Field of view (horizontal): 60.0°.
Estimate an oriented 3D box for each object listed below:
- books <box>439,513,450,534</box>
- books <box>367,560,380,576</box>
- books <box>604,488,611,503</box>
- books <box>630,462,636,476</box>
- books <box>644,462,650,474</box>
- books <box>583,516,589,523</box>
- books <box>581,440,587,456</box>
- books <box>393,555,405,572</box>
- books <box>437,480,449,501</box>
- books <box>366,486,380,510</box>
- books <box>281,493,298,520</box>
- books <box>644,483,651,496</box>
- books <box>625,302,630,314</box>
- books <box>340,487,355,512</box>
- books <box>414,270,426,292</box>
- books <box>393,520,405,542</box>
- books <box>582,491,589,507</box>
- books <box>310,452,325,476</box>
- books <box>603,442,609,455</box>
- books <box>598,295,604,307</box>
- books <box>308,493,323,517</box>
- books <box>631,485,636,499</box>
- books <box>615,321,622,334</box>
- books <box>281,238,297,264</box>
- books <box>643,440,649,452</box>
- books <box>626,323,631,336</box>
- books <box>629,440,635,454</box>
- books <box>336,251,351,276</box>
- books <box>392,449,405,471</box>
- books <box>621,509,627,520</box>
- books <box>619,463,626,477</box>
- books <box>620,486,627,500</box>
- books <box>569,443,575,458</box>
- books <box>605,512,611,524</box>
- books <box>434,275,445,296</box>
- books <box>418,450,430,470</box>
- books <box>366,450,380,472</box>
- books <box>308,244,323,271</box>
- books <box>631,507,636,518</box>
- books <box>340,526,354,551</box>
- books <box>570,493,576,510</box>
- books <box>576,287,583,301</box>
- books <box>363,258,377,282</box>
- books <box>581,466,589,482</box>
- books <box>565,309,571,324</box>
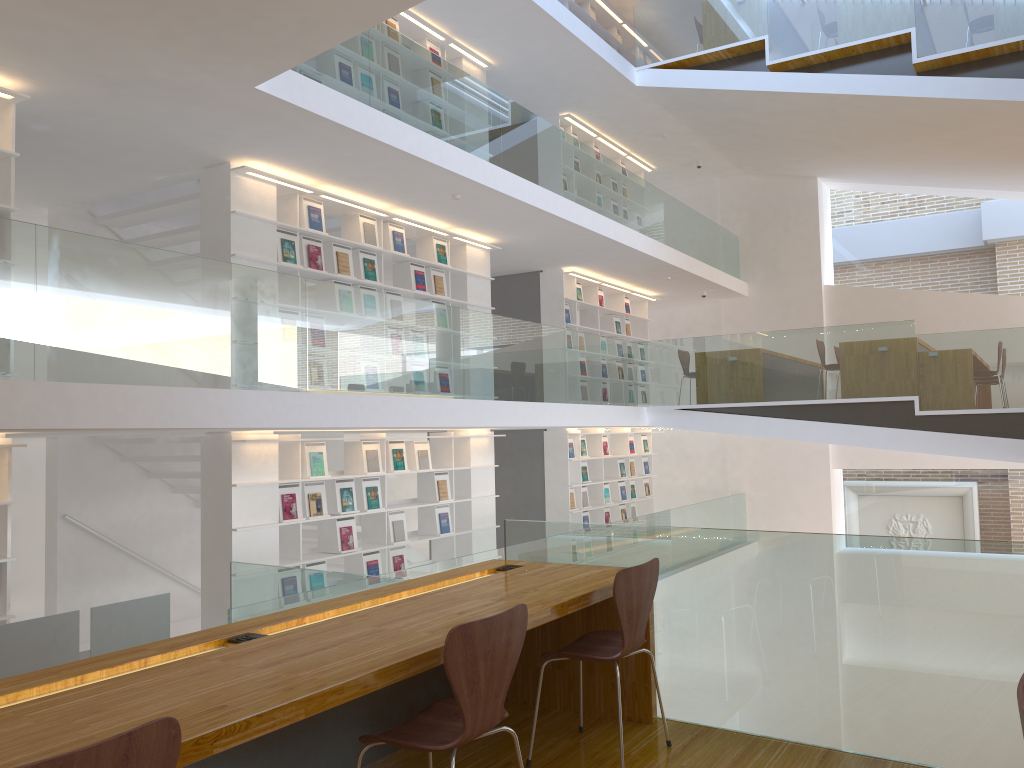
[{"bbox_3d":[-0.673,1.397,8.871,0.037,0.210,0.145,-3,-4,31],"label":"books"},{"bbox_3d":[-1.236,1.683,7.914,0.037,0.210,0.145,-3,-4,31],"label":"books"},{"bbox_3d":[1.316,1.549,12.290,0.037,0.210,0.145,-3,-4,31],"label":"books"},{"bbox_3d":[1.779,1.255,13.087,0.037,0.210,0.145,-3,-4,31],"label":"books"},{"bbox_3d":[2.059,1.291,13.543,0.037,0.210,0.145,-3,-4,31],"label":"books"},{"bbox_3d":[0.984,1.847,11.703,0.037,0.210,0.145,-3,-4,31],"label":"books"},{"bbox_3d":[0.941,0.842,11.736,0.037,0.210,0.145,-3,-4,31],"label":"books"},{"bbox_3d":[-1.046,1.698,8.229,0.037,0.210,0.145,-3,-4,31],"label":"books"},{"bbox_3d":[-0.692,1.069,8.878,0.037,0.210,0.145,-3,-4,31],"label":"books"},{"bbox_3d":[-1.246,1.027,7.956,0.037,0.210,0.145,-3,-4,31],"label":"books"},{"bbox_3d":[-1.776,0.984,7.086,0.037,0.210,0.145,-3,-4,31],"label":"books"},{"bbox_3d":[2.069,1.616,13.527,0.037,0.210,0.145,-3,-4,31],"label":"books"},{"bbox_3d":[1.724,-1.107,13.226,0.037,0.210,0.145,-3,-4,31],"label":"books"},{"bbox_3d":[-1.425,1.003,7.670,0.037,0.210,0.145,-3,-4,31],"label":"books"},{"bbox_3d":[-0.901,-1.009,8.732,0.037,0.210,0.145,-3,-4,31],"label":"books"},{"bbox_3d":[-1.050,1.377,8.248,0.037,0.210,0.145,-3,-4,31],"label":"books"},{"bbox_3d":[0.964,1.527,11.701,0.037,0.210,0.145,-3,-4,31],"label":"books"},{"bbox_3d":[-1.618,0.671,7.373,0.037,0.210,0.145,-3,-4,31],"label":"books"},{"bbox_3d":[1.302,0.905,12.328,0.037,0.210,0.145,-3,-4,31],"label":"books"},{"bbox_3d":[1.255,-1.142,12.449,0.037,0.210,0.145,-3,-4,31],"label":"books"},{"bbox_3d":[-1.626,1.011,7.351,0.037,0.210,0.145,-3,-4,31],"label":"books"},{"bbox_3d":[1.781,1.590,13.053,0.037,0.210,0.145,-3,-4,31],"label":"books"},{"bbox_3d":[1.551,-0.807,12.908,0.037,0.210,0.145,-3,-4,31],"label":"books"},{"bbox_3d":[-1.817,-1.071,7.220,0.037,0.210,0.145,-3,-4,31],"label":"books"},{"bbox_3d":[2.049,0.956,13.565,0.037,0.210,0.145,-3,-4,31],"label":"books"},{"bbox_3d":[1.732,-0.793,13.208,0.037,0.210,0.145,-3,-4,31],"label":"books"},{"bbox_3d":[1.771,0.940,13.105,0.037,0.210,0.145,-3,-4,31],"label":"books"},{"bbox_3d":[-1.478,-1.049,7.777,0.037,0.210,0.145,-3,-4,31],"label":"books"},{"bbox_3d":[-1.058,0.712,8.298,0.037,0.210,0.145,-3,-4,31],"label":"books"},{"bbox_3d":[1.617,1.901,12.750,0.037,0.210,0.145,-3,-4,31],"label":"books"},{"bbox_3d":[1.598,1.241,12.787,0.037,0.210,0.145,-3,-4,31],"label":"books"},{"bbox_3d":[1.608,1.577,12.766,0.037,0.210,0.145,-3,-4,31],"label":"books"},{"bbox_3d":[0.760,0.862,11.427,0.037,0.210,0.145,-3,-4,31],"label":"books"},{"bbox_3d":[1.324,1.876,12.271,0.037,0.210,0.145,-3,-4,31],"label":"books"},{"bbox_3d":[-0.738,-0.994,9.002,0.037,0.210,0.145,-3,-4,31],"label":"books"},{"bbox_3d":[-0.857,0.747,8.629,0.037,0.210,0.145,-3,-4,31],"label":"books"},{"bbox_3d":[-1.250,0.698,7.981,0.037,0.210,0.145,-3,-4,31],"label":"books"},{"bbox_3d":[-1.658,-1.064,7.481,0.037,0.210,0.145,-3,-4,31],"label":"books"},{"bbox_3d":[1.789,1.914,13.034,0.037,0.210,0.145,-3,-4,31],"label":"books"},{"bbox_3d":[-1.421,1.336,7.641,0.037,0.210,0.145,-3,-4,31],"label":"books"},{"bbox_3d":[0.763,1.502,11.376,0.037,0.210,0.145,-3,-4,31],"label":"books"},{"bbox_3d":[0.899,-1.185,11.862,0.037,0.210,0.145,-3,-4,31],"label":"books"},{"bbox_3d":[-1.292,-1.036,8.080,0.037,0.210,0.145,-3,-4,31],"label":"books"},{"bbox_3d":[0.964,1.197,11.734,0.037,0.210,0.145,-3,-4,31],"label":"books"},{"bbox_3d":[0.716,-0.870,11.522,0.037,0.210,0.145,-3,-4,31],"label":"books"}]
